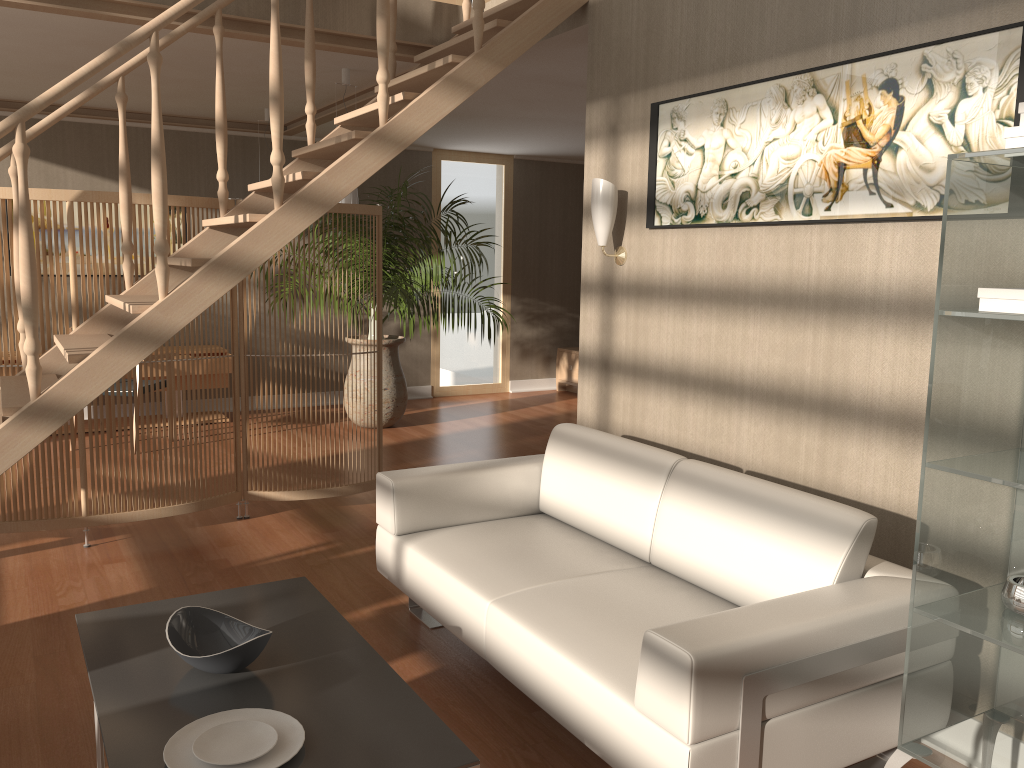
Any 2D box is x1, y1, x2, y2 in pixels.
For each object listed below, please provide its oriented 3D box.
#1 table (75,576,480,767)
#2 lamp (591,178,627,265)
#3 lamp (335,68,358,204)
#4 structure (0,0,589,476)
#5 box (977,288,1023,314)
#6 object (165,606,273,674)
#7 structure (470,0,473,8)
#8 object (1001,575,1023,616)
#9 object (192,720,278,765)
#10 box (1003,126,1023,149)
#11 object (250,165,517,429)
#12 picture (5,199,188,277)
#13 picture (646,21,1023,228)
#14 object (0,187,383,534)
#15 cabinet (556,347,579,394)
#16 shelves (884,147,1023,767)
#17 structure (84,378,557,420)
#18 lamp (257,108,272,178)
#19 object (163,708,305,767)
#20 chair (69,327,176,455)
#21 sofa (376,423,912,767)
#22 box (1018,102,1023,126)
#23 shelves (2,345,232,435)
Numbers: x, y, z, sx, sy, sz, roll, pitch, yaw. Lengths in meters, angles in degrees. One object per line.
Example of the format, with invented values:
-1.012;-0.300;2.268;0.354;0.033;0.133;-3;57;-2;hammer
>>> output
-0.690;0.895;2.305;0.700;0.293;1.260;-4;9;-30;table
0.401;-0.675;3.706;0.153;0.353;0.112;-4;9;-30;lamp
-0.999;-1.485;5.351;0.139;0.800;0.139;2;8;5;lamp
-1.290;-0.951;3.605;3.150;3.578;1.000;-4;9;-30;structure
1.104;-0.162;1.757;0.232;0.047;0.232;-3;9;-25;box
-0.766;0.681;2.320;0.317;0.125;0.223;6;9;31;object
-2.485;-2.595;5.352;3.300;0.900;3.475;-4;9;-30;structure
1.106;0.456;1.898;0.103;0.066;0.103;0;8;-11;object
-0.603;0.789;1.936;0.178;0.020;0.178;2;8;9;object
1.123;-0.470;1.701;0.232;0.047;0.232;-4;9;-30;box
-1.115;-0.589;7.189;2.157;2.304;2.109;-6;11;-41;object
-3.293;-1.182;7.118;1.317;0.633;0.010;-4;9;-30;picture
0.935;-0.771;2.895;0.018;0.487;1.531;-4;9;-30;picture
-1.676;-0.127;4.292;2.229;1.542;0.233;-3;9;-25;object
1.158;-0.045;8.668;0.500;0.458;1.911;-4;9;-30;cabinet
1.110;0.342;1.837;0.403;1.600;0.400;-4;9;-30;shelves
0.689;-0.539;4.681;10.775;2.533;8.342;-4;9;-30;structure
-1.879;-1.714;6.854;0.139;0.800;0.139;6;10;34;lamp
-0.603;0.791;1.936;0.294;0.020;0.294;6;9;31;object
-2.773;0.015;6.298;0.582;0.856;0.509;2;8;10;chair
0.311;0.622;2.823;0.905;0.740;1.781;-4;9;-30;sofa
1.125;-0.518;1.697;0.200;0.047;0.200;-4;9;-30;box
-3.060;0.044;6.935;1.600;0.590;0.658;-4;9;-30;shelves
